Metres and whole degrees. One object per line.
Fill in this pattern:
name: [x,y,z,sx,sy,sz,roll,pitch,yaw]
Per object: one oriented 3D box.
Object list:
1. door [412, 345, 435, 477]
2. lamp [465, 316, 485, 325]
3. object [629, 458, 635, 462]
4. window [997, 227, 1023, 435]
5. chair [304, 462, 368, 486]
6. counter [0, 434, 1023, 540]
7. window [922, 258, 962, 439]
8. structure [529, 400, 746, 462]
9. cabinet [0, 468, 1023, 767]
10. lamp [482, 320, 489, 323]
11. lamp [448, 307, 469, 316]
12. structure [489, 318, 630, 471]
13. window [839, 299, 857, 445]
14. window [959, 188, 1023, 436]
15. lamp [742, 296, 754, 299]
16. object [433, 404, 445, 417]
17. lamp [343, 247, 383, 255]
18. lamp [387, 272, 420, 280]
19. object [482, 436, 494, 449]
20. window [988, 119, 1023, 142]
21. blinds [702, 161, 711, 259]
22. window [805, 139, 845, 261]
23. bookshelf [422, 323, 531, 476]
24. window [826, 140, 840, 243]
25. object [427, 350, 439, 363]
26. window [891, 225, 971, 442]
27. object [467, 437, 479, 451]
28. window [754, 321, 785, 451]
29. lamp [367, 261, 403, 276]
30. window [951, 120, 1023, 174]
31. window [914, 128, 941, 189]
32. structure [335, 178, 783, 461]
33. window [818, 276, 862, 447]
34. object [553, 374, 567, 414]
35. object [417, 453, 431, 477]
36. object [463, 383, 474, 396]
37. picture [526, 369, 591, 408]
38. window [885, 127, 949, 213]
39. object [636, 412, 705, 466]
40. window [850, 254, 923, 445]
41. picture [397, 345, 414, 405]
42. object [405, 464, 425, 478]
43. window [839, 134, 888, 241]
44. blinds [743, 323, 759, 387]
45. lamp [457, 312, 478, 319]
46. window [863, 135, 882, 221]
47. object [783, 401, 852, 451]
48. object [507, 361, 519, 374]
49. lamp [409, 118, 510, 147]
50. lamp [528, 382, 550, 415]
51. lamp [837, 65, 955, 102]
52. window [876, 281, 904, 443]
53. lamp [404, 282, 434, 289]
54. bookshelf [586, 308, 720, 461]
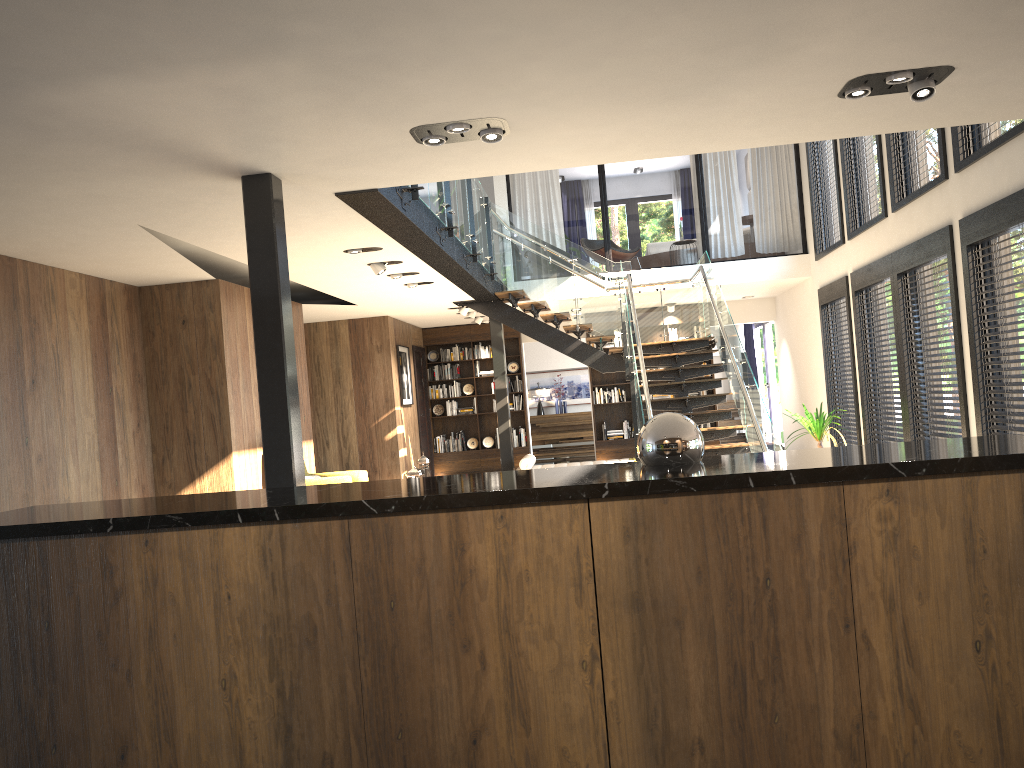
door: [-1.519,0.545,14.944,0.104,2.347,0.931,-5,0,6]
lamp: [-0.602,-1.078,14.283,0.346,0.262,0.195,-5,-1,6]
object: [1.944,1.318,12.799,0.466,0.510,1.166,-5,-1,6]
window: [3.923,-0.135,6.508,0.005,2.297,1.221,-5,-1,6]
chair: [-1.922,1.084,9.373,1.031,1.097,0.807,-5,-1,5]
counter: [-0.096,0.336,2.880,3.574,0.041,0.698,-5,-1,6]
window: [4.090,-0.115,8.144,0.005,2.297,1.313,-5,-1,6]
structure: [1.678,1.061,18.725,6.277,0.981,0.886,-5,-1,6]
cabinet: [-0.056,0.853,2.876,3.564,0.994,0.698,-5,-1,6]
lamp: [-0.527,-1.112,15.058,0.346,0.177,0.195,-5,-1,6]
lamp: [-0.760,-1.097,12.742,0.346,0.262,0.195,-5,-1,6]
structure: [1.123,0.379,12.870,3.782,3.244,1.149,-5,0,6]
window: [4.409,-0.075,11.260,0.005,2.297,1.221,-5,-1,6]
window: [3.853,-0.129,6.523,0.358,2.475,1.393,-5,-1,6]
lamp: [3.889,-1.489,14.617,0.195,0.158,0.346,-5,-1,6]
object: [-1.285,0.462,15.531,0.212,0.222,0.082,-5,0,6]
lamp: [-1.288,-1.210,7.646,0.346,0.158,0.195,-5,-1,6]
lamp: [-1.130,-1.182,9.188,0.346,0.177,0.195,-5,-1,6]
object: [-0.411,1.021,15.416,0.212,0.222,0.082,-5,0,6]
window: [3.692,-2.980,6.527,0.005,2.297,1.221,-5,-1,6]
blinds: [2.909,-3.159,12.783,0.670,2.698,0.134,-5,0,6]
window: [4.108,-2.917,11.294,0.358,2.475,1.393,-5,-1,6]
bookshelf: [-0.603,0.307,15.471,1.703,2.682,0.273,-5,0,6]
window: [4.178,-2.923,11.279,0.005,2.297,1.221,-5,-1,6]
object: [-1.378,-0.480,15.514,0.212,0.222,0.082,-5,0,6]
window: [4.021,-0.109,8.160,0.358,2.475,1.498,-5,-1,6]
object: [-0.684,1.043,15.449,0.212,0.222,0.082,-5,0,6]
window: [4.869,0.000,16.721,0.184,2.475,2.981,-5,-1,6]
lamp: [-1.206,-1.157,8.417,0.346,0.247,0.195,-5,-1,6]
window: [3.622,-2.974,6.542,0.358,2.475,1.393,-5,-1,6]
window: [3.853,-2.961,8.104,0.005,2.297,1.221,-5,-1,6]
structure: [0.773,-0.076,9.097,3.448,4.868,7.280,-5,-1,5]
window: [4.340,-0.069,11.275,0.358,2.475,1.393,-5,-1,6]
object: [1.017,0.221,18.836,0.272,0.860,0.270,-5,0,20]
object: [-1.320,1.345,13.421,0.182,0.643,0.182,-5,0,6]
object: [-0.758,0.101,15.476,0.212,0.222,0.082,-5,0,6]
picture: [2.025,0.013,18.879,3.543,0.748,0.035,-5,0,6]
window: [3.783,-2.955,8.119,0.358,2.475,1.393,-5,-1,6]
object: [0.536,0.209,3.000,0.227,0.228,0.227,-4,-1,-34]
window: [4.173,-0.091,9.648,0.358,2.475,1.498,-5,-1,6]
picture: [-1.650,-0.131,13.727,0.028,0.911,0.748,-5,-1,6]
object: [-1.436,1.430,13.202,0.262,0.483,0.262,-5,-1,6]
window: [3.946,-2.936,9.707,0.358,2.475,1.393,-5,-1,6]
blinds: [4.777,-0.063,17.635,0.161,2.770,1.080,-5,0,4]
lamp: [-0.682,-1.103,13.512,0.346,0.231,0.195,-5,-1,6]
window: [4.015,-2.942,9.692,0.005,2.297,1.221,-5,-1,6]
object: [3.766,0.894,10.873,0.876,1.338,0.830,-5,-1,-5]
object: [0.023,-0.281,15.378,0.212,0.222,0.082,-5,0,6]
lamp: [-0.270,-1.355,4.569,0.501,0.194,0.349,-5,-1,6]
lamp: [0.583,0.318,18.773,0.470,0.725,0.470,-5,-1,-2]
lamp: [1.872,-1.515,4.350,0.501,0.231,0.349,-5,-1,6]
window: [4.242,-0.097,9.632,0.005,2.297,1.313,-5,-1,6]
lamp: [-1.051,-1.173,9.961,0.346,0.177,0.195,-5,-1,6]
bookshelf: [2.396,0.057,15.164,2.090,2.682,0.273,-5,0,6]
